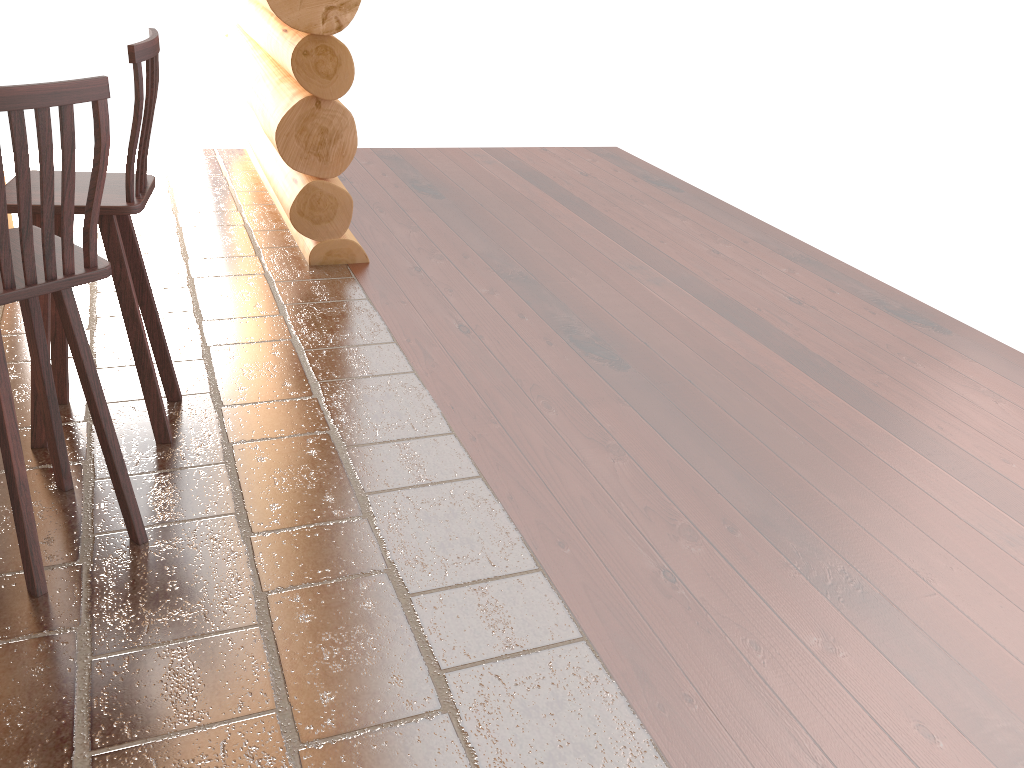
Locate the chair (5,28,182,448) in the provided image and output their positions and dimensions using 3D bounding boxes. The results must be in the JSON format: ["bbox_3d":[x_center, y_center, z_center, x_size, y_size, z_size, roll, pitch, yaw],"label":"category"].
[{"bbox_3d":[-1.364,-0.449,2.901,0.504,1.319,0.406,-1,28,-13],"label":"chair"}]

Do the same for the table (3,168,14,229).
[{"bbox_3d":[-2.591,-0.753,3.332,1.196,1.257,3.220,-6,30,-22],"label":"table"}]

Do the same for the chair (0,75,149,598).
[{"bbox_3d":[-1.279,-0.130,2.300,0.504,1.319,0.406,23,32,30],"label":"chair"}]
